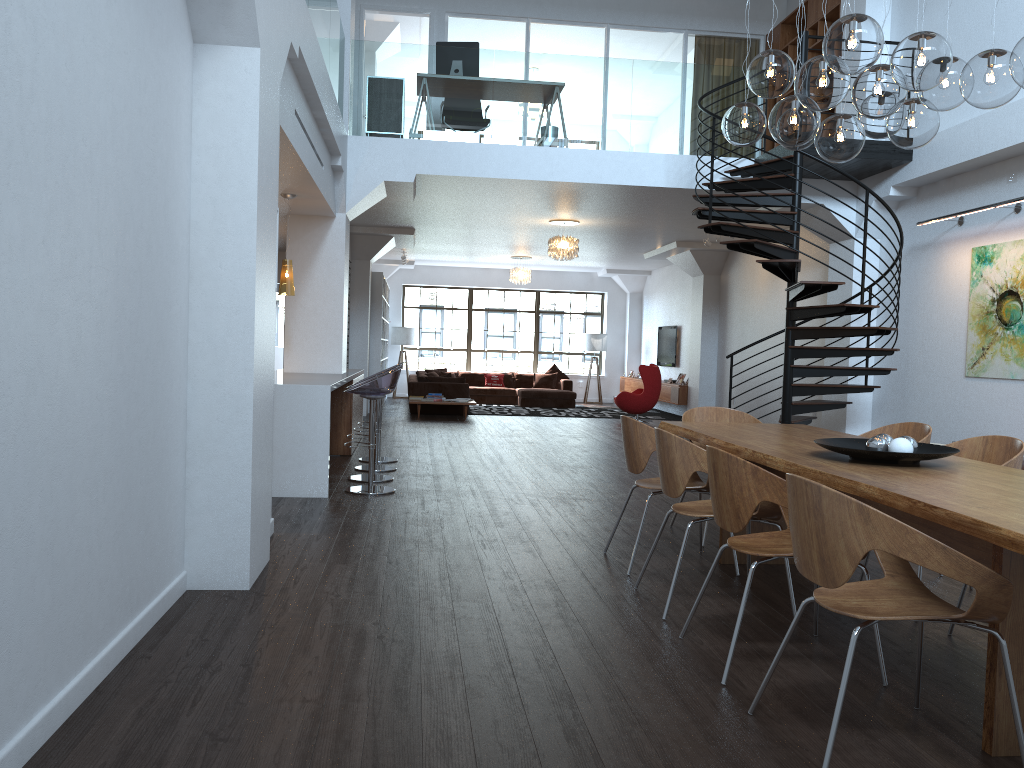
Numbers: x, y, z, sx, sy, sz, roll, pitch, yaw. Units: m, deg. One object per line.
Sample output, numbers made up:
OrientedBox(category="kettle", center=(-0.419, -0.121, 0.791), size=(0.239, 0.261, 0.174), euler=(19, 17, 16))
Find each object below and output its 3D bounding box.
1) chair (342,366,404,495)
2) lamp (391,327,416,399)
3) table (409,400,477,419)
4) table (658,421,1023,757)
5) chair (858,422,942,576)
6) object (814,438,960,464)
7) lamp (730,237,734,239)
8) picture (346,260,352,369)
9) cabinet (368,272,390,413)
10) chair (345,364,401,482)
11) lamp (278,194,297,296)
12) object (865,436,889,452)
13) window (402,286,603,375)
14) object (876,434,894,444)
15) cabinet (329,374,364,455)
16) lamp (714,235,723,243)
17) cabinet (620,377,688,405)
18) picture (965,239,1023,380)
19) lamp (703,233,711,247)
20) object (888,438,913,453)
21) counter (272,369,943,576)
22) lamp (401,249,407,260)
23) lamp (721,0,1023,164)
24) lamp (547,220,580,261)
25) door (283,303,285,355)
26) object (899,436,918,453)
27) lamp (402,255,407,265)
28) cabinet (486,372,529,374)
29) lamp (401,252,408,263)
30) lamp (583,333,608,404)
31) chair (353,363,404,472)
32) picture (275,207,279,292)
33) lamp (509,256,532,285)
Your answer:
OrientedBox(category="chair", center=(-1.128, 0.355, 7.140), size=(0.481, 1.014, 0.530), euler=(2, 2, -4))
OrientedBox(category="lamp", center=(-2.430, -0.474, 19.757), size=(0.545, 1.579, 0.545), euler=(1, 2, -17))
OrientedBox(category="table", center=(-1.178, 0.415, 14.927), size=(1.100, 0.271, 0.853), euler=(2, 2, -6))
OrientedBox(category="table", center=(1.623, 0.709, 3.905), size=(1.012, 0.750, 3.803), euler=(2, 2, -6))
OrientedBox(category="chair", center=(2.072, 0.631, 5.127), size=(0.617, 0.830, 0.629), euler=(2, 2, -6))
OrientedBox(category="object", center=(1.635, 0.301, 3.893), size=(0.592, 0.066, 0.592), euler=(4, 3, 41))
OrientedBox(category="lamp", center=(3.028, -2.100, 12.192), size=(0.120, 0.211, 0.111), euler=(0, 3, -32))
OrientedBox(category="picture", center=(-2.567, -0.743, 13.815), size=(0.021, 2.380, 0.800), euler=(2, 2, -6))
OrientedBox(category="cabinet", center=(-2.711, -0.805, 17.366), size=(0.461, 2.414, 4.500), euler=(2, 2, -6))
OrientedBox(category="chair", center=(-1.225, 0.327, 7.764), size=(0.481, 1.014, 0.530), euler=(2, 2, -8))
OrientedBox(category="lamp", center=(-1.275, -1.725, 9.107), size=(0.149, 1.807, 2.842), euler=(3, 3, 33))
OrientedBox(category="object", center=(1.600, 0.278, 3.881), size=(0.100, 0.100, 0.100), euler=(4, 3, 39))
OrientedBox(category="window", center=(-0.201, -1.222, 20.585), size=(4.648, 1.905, 0.114), euler=(2, 2, -6))
OrientedBox(category="object", center=(1.659, 0.271, 3.962), size=(0.100, 0.100, 0.100), euler=(4, 3, 39))
OrientedBox(category="cabinet", center=(-2.093, 0.352, 8.993), size=(0.898, 0.796, 4.493), euler=(2, 2, -6))
OrientedBox(category="lamp", center=(2.972, -2.122, 12.708), size=(0.111, 0.211, 0.120), euler=(4, 3, 43))
OrientedBox(category="cabinet", center=(2.938, 0.108, 18.031), size=(0.459, 0.350, 4.501), euler=(2, 2, -6))
OrientedBox(category="picture", center=(4.335, -0.646, 7.749), size=(0.010, 1.200, 1.095), euler=(2, 2, -6))
OrientedBox(category="lamp", center=(2.917, -2.144, 13.210), size=(0.111, 0.211, 0.120), euler=(3, 3, 28))
OrientedBox(category="object", center=(1.666, 0.280, 3.802), size=(0.100, 0.100, 0.100), euler=(4, 3, 39))
OrientedBox(category="counter", center=(-1.005, 0.425, 7.481), size=(3.039, 0.860, 8.182), euler=(0, 3, -36))
OrientedBox(category="lamp", center=(-2.055, -2.451, 16.847), size=(0.111, 0.211, 0.120), euler=(3, 3, 28))
OrientedBox(category="lamp", center=(1.676, -2.152, 4.105), size=(0.849, 2.140, 1.787), euler=(2, 2, -7))
OrientedBox(category="lamp", center=(0.728, -2.015, 12.510), size=(0.441, 0.539, 0.442), euler=(4, 3, 36))
OrientedBox(category="door", center=(-3.376, -0.497, 13.671), size=(0.174, 2.032, 0.826), euler=(2, 2, 4))
OrientedBox(category="object", center=(1.725, 0.276, 3.884), size=(0.100, 0.100, 0.100), euler=(4, 3, 39))
OrientedBox(category="lamp", center=(-2.167, -2.495, 17.864), size=(0.120, 0.211, 0.111), euler=(0, 3, -32))
OrientedBox(category="cabinet", center=(-0.180, 0.063, 20.095), size=(1.520, 0.625, 0.350), euler=(2, 2, -6))
OrientedBox(category="lamp", center=(-2.110, -2.473, 17.349), size=(0.111, 0.211, 0.120), euler=(4, 3, 43))
OrientedBox(category="lamp", center=(1.866, -0.350, 20.133), size=(0.545, 1.579, 0.545), euler=(2, 2, 5))
OrientedBox(category="chair", center=(-1.279, 0.300, 8.399), size=(0.481, 1.014, 0.530), euler=(2, 2, -8))
OrientedBox(category="picture", center=(-1.388, -0.795, 5.084), size=(0.018, 0.500, 0.500), euler=(2, 2, -6))
OrientedBox(category="lamp", center=(0.172, -2.235, 17.536), size=(0.441, 0.539, 0.442), euler=(4, 3, 36))
